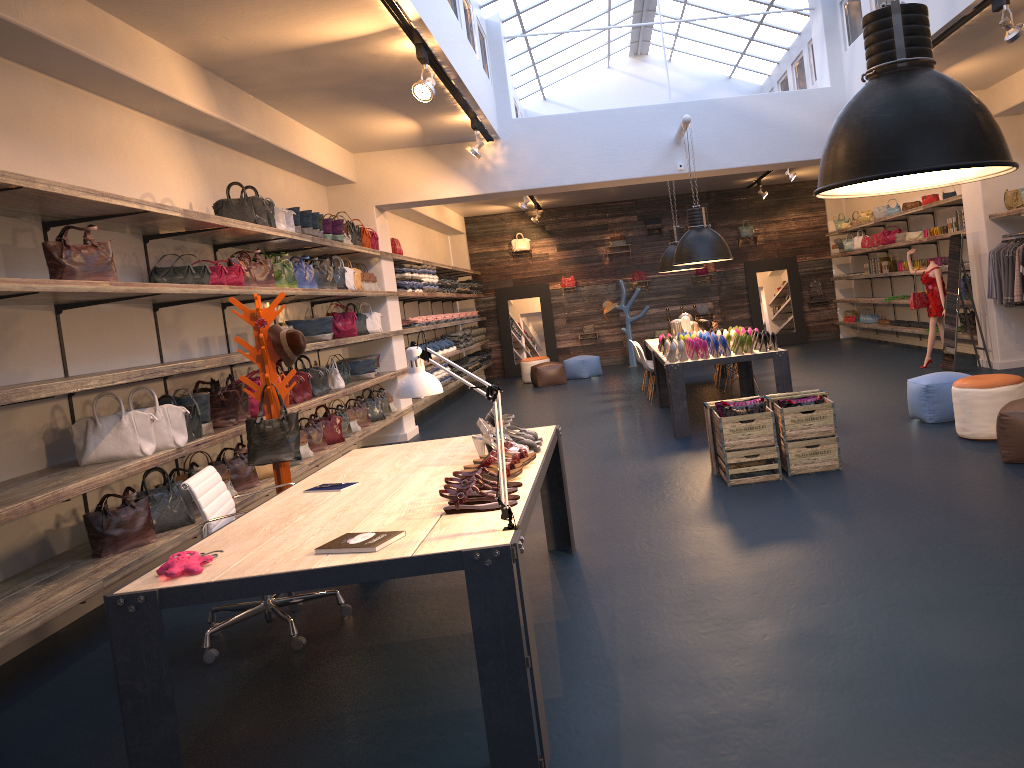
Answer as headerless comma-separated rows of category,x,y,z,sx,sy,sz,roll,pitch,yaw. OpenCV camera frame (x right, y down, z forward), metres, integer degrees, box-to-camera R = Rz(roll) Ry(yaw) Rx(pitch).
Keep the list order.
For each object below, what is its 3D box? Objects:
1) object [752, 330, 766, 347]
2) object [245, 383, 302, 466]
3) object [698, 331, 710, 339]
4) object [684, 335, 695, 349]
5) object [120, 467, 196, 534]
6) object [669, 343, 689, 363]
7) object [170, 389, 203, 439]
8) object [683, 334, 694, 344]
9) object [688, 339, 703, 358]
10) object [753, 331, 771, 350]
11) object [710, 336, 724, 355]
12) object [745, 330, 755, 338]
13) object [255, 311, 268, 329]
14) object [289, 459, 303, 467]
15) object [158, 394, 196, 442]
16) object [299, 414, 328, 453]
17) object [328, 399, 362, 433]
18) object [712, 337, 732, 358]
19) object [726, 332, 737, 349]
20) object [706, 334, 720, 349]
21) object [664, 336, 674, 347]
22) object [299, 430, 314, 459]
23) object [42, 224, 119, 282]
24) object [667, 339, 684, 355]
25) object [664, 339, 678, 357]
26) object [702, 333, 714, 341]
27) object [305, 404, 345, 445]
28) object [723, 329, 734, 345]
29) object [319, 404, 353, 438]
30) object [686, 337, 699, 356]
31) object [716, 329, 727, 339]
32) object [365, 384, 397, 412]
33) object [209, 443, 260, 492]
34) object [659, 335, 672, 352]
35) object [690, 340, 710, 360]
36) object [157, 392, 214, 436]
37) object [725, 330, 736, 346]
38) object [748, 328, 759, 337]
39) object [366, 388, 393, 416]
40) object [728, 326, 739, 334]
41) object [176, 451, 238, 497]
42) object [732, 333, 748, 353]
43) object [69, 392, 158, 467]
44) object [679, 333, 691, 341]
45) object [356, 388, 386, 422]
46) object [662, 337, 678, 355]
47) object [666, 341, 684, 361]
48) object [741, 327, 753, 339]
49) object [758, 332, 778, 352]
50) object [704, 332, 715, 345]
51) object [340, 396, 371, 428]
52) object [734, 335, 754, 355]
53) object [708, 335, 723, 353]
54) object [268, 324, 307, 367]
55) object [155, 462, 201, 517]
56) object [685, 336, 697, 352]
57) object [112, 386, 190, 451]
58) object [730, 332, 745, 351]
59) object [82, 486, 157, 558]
object,2.665,-0.485,9.351,0.202,0.195,0.243,-6,4,3
object,-1.528,0.257,5.509,0.370,0.523,0.204,-6,3,7
object,2.309,-0.540,10.447,0.202,0.195,0.243,-6,4,3
object,2.030,-0.457,9.855,0.202,0.195,0.243,-6,4,3
object,-2.084,0.675,5.126,0.177,0.385,0.462,-4,4,41
object,1.669,-0.320,8.737,0.198,0.195,0.247,-6,4,8
object,-2.068,0.195,5.444,0.232,0.328,0.110,-6,3,5
object,2.071,-0.487,10.144,0.202,0.195,0.243,-6,4,3
object,1.923,-0.375,9.044,0.202,0.195,0.243,-6,4,3
object,2.620,-0.456,9.070,0.202,0.195,0.243,-6,4,3
object,2.162,-0.405,9.082,0.202,0.195,0.243,-6,4,3
object,2.650,-0.508,9.636,0.197,0.195,0.249,-6,4,11
object,-1.589,-0.406,5.498,0.081,0.112,0.062,-8,3,-18
object,-1.859,0.514,7.029,0.198,0.338,0.409,-4,5,43
object,-2.121,0.219,5.314,0.333,0.308,0.158,-6,3,8
object,-1.801,0.445,7.743,0.199,0.338,0.408,-4,4,40
object,-1.749,0.334,8.816,0.164,0.366,0.417,-4,4,44
object,2.115,-0.375,8.792,0.197,0.195,0.248,-6,4,10
object,2.426,-0.479,9.594,0.202,0.195,0.243,-6,4,3
object,2.208,-0.455,9.602,0.202,0.195,0.243,-6,4,3
object,1.857,-0.463,10.150,0.197,0.195,0.249,-6,4,11
object,-1.906,0.477,7.359,0.164,0.366,0.417,-4,4,44
object,-2.311,-0.694,4.687,0.199,0.338,0.408,-4,4,40
object,1.757,-0.379,9.300,0.210,0.195,0.233,-7,4,-11
object,1.770,-0.406,9.604,0.196,0.195,0.249,-6,4,11
object,2.252,-0.487,9.910,0.208,0.195,0.243,-6,4,2
object,-1.760,0.380,8.124,0.177,0.385,0.462,-4,4,40
object,2.537,-0.542,10.177,0.202,0.195,0.243,-6,4,3
object,-1.706,0.375,8.449,0.198,0.338,0.409,-4,5,43
object,1.958,-0.403,9.314,0.199,0.195,0.246,-6,4,7
object,2.515,-0.562,10.435,0.204,0.195,0.240,-7,4,-1
object,-1.583,0.183,10.359,0.164,0.366,0.417,-4,4,44
object,-1.968,0.597,6.196,0.199,0.338,0.408,-4,4,40
object,1.857,-0.486,10.410,0.202,0.195,0.243,-6,4,3
object,1.895,-0.348,8.759,0.203,0.195,0.241,-7,4,0
object,-2.087,0.208,5.587,0.320,0.284,0.193,-5,3,20
object,2.491,-0.513,9.897,0.202,0.195,0.243,-6,4,3
object,2.734,-0.540,9.896,0.204,0.195,0.240,-7,4,-1
object,-1.536,0.220,10.028,0.198,0.338,0.409,-4,5,43
object,2.801,-0.641,10.986,0.202,0.195,0.243,-6,4,3
object,-2.072,0.629,5.817,0.164,0.366,0.417,-4,4,44
object,2.393,-0.429,9.054,0.202,0.195,0.243,-6,4,3
object,-2.201,0.231,4.808,0.452,0.385,0.181,-8,3,-22
object,2.079,-0.513,10.437,0.200,0.195,0.245,-6,4,6
object,-1.590,0.231,9.632,0.177,0.385,0.461,-5,4,37
object,1.808,-0.434,9.876,0.204,0.195,0.240,-7,4,-2
object,1.700,-0.348,9.022,0.207,0.195,0.237,-7,4,-6
object,2.753,-0.566,10.179,0.198,0.195,0.248,-6,4,10
object,2.593,-0.429,8.789,0.202,0.195,0.243,-6,4,3
object,2.309,-0.516,10.171,0.202,0.195,0.243,-6,4,3
object,-1.645,0.303,9.195,0.199,0.338,0.408,-4,4,40
object,2.346,-0.400,8.782,0.206,0.195,0.238,-7,4,-4
object,2.207,-0.433,9.342,0.203,0.195,0.241,-7,4,0
object,-1.441,-0.256,5.659,0.180,0.290,0.277,-6,4,11
object,-2.029,0.669,5.450,0.198,0.338,0.409,-4,5,43
object,1.997,-0.430,9.577,0.197,0.195,0.249,-6,4,11
object,-2.109,0.201,5.043,0.452,0.385,0.181,-8,3,-22
object,2.439,-0.457,9.313,0.204,0.195,0.240,-7,4,-2
object,-2.124,0.740,4.743,0.199,0.338,0.408,-4,4,40
